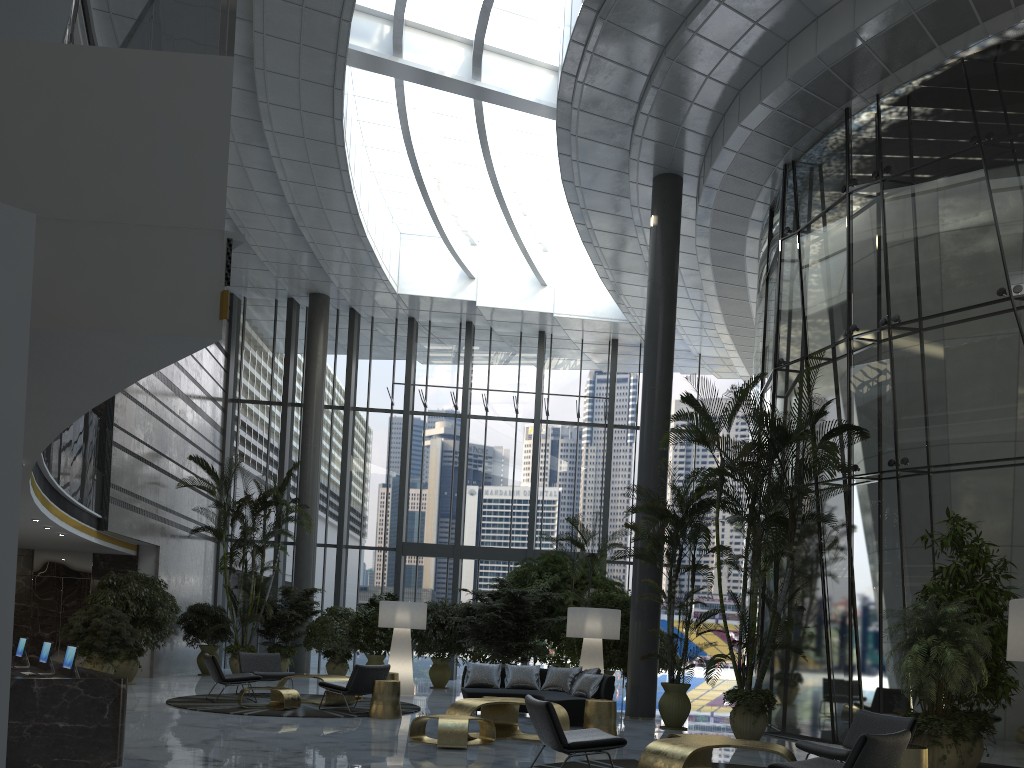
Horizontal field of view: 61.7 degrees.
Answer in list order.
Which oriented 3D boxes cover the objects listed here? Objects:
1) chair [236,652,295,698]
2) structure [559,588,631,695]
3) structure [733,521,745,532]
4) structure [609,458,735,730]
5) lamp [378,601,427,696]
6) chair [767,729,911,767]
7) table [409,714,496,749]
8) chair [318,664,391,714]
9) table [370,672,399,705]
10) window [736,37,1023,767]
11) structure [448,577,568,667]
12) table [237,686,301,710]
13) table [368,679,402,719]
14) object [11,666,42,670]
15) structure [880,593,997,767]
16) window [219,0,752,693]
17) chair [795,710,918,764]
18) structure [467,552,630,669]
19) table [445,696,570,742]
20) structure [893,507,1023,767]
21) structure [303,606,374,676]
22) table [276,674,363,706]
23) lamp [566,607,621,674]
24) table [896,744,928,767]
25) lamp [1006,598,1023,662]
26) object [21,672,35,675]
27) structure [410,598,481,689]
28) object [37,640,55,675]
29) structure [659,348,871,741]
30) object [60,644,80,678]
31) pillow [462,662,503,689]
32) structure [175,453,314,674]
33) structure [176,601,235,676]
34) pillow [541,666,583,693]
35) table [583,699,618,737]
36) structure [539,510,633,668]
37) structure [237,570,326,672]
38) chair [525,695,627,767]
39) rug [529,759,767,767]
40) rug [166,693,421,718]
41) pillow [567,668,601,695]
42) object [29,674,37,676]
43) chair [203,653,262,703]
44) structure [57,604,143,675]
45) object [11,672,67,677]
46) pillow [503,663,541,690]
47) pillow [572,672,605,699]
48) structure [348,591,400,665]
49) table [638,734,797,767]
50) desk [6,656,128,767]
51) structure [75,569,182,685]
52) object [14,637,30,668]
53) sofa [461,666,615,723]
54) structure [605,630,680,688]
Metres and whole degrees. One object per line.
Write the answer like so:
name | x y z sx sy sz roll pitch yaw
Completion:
chair | -3.879 4.573 13.489 0.755 0.659 0.719 10 -12 -38
structure | 1.649 4.667 15.230 1.533 2.096 1.648 -2 -8 39
structure | 5.823 4.398 17.869 2.498 4.594 2.514 5 -4 -22
structure | 2.256 2.934 11.888 1.684 3.678 2.039 4 -4 -18
lamp | -1.974 4.711 15.254 0.827 1.649 0.864 2 -4 15
chair | 2.224 2.659 5.823 0.757 0.659 0.717 12 -13 -43
table | -0.667 3.665 9.063 0.784 0.282 0.972 -4 -16 24
chair | -2.160 4.163 11.775 0.713 0.658 0.761 -2 -11 31
table | -1.897 4.590 12.897 0.451 0.489 0.446 5 -8 -16
window | 5.606 1.888 15.004 4.240 7.786 15.852 3 -13 -1
structure | -0.171 4.734 16.140 2.273 2.291 2.362 5 -9 -16
table | -3.312 4.258 11.630 0.773 0.264 0.865 11 -17 -27
table | -1.669 4.173 11.350 0.446 0.489 0.450 4 -8 -8
object | -4.741 2.697 8.150 0.434 0.005 0.506 16 -21 -39
structure | 3.833 2.771 7.720 1.002 1.746 0.913 5 -4 -21
window | -1.602 -0.003 13.298 13.483 9.807 19.411 1 -13 11
chair | 2.871 3.087 7.177 0.745 0.659 0.730 6 -10 -18
structure | 0.829 4.959 17.822 3.743 2.910 3.291 1 -9 9
table | -0.076 3.914 10.060 1.474 0.415 1.302 5 -15 -8
structure | 4.427 2.527 8.382 1.173 2.679 1.033 5 -3 -30
structure | -3.578 5.404 17.820 1.496 1.584 1.571 9 -10 -35
table | -2.774 4.582 12.866 1.342 0.388 1.253 -4 -16 26
lamp | 1.252 4.360 13.470 0.871 1.649 0.820 7 -5 -42
table | 2.866 2.930 6.350 0.459 0.494 0.469 3 -8 -3
lamp | 4.136 2.445 6.379 0.871 1.649 0.820 7 -5 -42
object | -4.179 2.501 7.404 0.075 0.010 0.262 16 -21 -38
structure | -1.392 5.312 17.594 1.978 1.863 1.715 -2 -9 28
object | -4.059 2.390 7.483 0.118 0.290 0.287 5 -8 -40
structure | 2.893 2.020 10.227 2.498 4.594 2.514 5 -4 -22
object | -3.540 2.243 6.886 0.118 0.290 0.287 5 -8 -40
pillow | -0.437 4.357 12.807 0.614 0.396 0.302 4 -6 -5
structure | -5.340 3.649 17.298 2.526 4.595 2.486 3 -4 3
structure | -6.351 5.268 17.735 1.107 1.521 1.464 -2 -9 39
pillow | 0.729 4.375 12.720 0.615 0.408 0.301 -6 -10 38
table | 0.999 3.839 9.727 0.446 0.489 0.450 4 -8 -8
structure | 1.187 3.798 14.597 1.441 3.415 1.211 4 -2 -18
structure | -4.961 5.155 18.390 1.906 2.259 1.866 5 -7 -19
chair | 0.497 2.931 7.067 0.740 0.659 0.734 5 -9 -13
rug | 1.679 3.261 6.811 3.506 0.018 3.713 0 -16 9
rug | -3.117 4.670 12.508 3.693 0.018 3.526 14 -20 -34
pillow | 1.034 4.210 12.087 0.370 0.443 0.637 6 -11 -20
object | -4.056 2.460 7.255 0.067 0.016 0.035 16 -18 -39
chair | -4.025 4.216 12.289 0.753 0.659 0.721 8 -10 -28
structure | -6.339 4.038 13.152 1.194 1.307 1.208 2 -8 9
object | -4.125 2.523 7.443 0.434 0.005 0.506 16 -21 -39
pillow | 0.165 4.412 12.886 0.611 0.396 0.303 3 -6 -1
pillow | 1.053 4.124 11.710 0.283 0.362 0.566 6 -12 -28
structure | -2.737 5.153 17.408 1.225 1.938 1.430 1 -6 23
table | 1.630 3.112 7.028 1.381 0.389 1.220 5 -15 -8
desk | -4.497 2.677 7.084 1.664 0.689 3.130 14 -19 -39
structure | -6.493 4.140 14.636 1.603 1.939 2.120 0 -10 27
object | -4.675 2.564 8.191 0.118 0.290 0.287 5 -8 -40
sofa | 0.289 4.407 12.154 1.945 0.687 2.053 5 -15 -8
structure | 2.384 5.186 16.003 1.496 1.584 1.571 9 -10 -35
